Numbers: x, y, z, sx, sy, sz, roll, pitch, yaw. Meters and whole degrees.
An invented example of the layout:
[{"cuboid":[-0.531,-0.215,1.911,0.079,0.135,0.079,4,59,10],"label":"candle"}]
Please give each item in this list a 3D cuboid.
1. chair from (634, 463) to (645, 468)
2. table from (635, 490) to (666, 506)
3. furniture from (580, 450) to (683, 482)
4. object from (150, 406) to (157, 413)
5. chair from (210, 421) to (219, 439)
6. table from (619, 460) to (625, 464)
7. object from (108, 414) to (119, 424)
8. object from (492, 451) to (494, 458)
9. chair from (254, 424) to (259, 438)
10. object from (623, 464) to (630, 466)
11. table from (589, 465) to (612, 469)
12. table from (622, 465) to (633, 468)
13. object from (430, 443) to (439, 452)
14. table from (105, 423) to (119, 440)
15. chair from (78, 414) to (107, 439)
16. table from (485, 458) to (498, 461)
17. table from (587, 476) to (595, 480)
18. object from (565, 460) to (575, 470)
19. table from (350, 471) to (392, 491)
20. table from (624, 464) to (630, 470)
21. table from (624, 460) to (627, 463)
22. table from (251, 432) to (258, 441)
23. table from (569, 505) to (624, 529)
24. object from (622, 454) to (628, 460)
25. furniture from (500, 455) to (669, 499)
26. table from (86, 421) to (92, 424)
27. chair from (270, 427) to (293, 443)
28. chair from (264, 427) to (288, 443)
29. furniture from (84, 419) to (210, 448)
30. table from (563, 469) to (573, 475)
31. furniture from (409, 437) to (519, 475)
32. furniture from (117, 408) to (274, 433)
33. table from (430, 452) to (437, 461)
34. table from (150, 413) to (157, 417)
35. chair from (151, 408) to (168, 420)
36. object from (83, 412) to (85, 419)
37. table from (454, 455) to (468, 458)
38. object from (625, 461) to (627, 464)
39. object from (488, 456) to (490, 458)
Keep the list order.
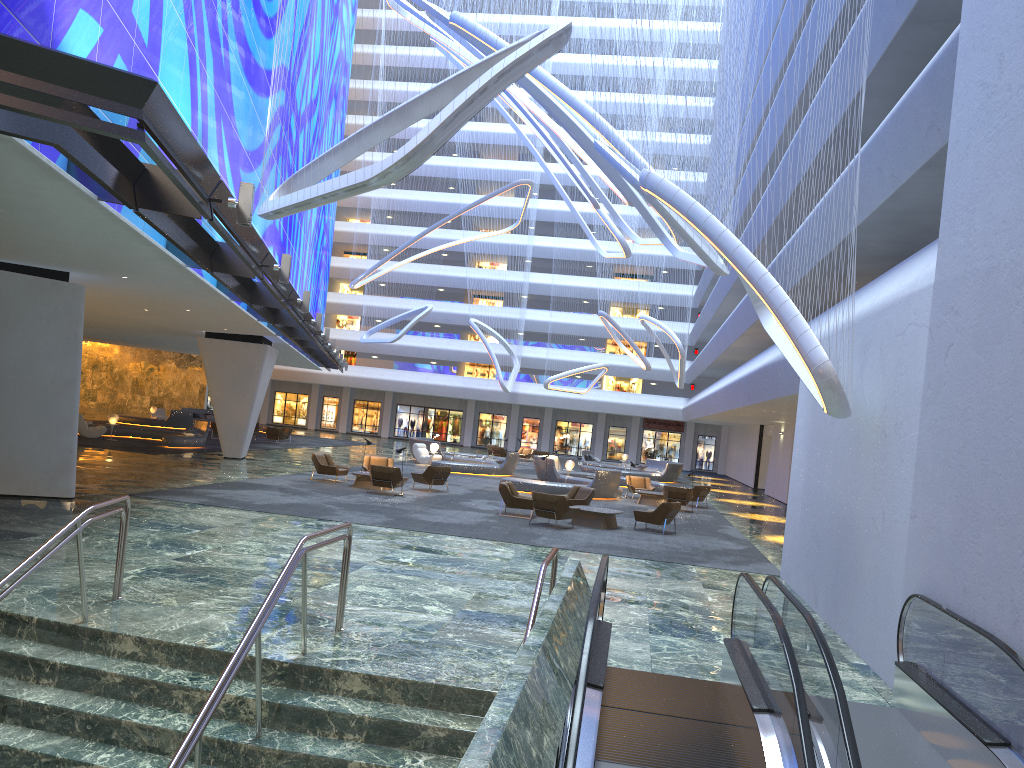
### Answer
[{"cuboid":[7.265,4.664,48.636,0.937,0.766,0.931,5,-2,41],"label":"chair"},{"cuboid":[4.649,3.788,29.308,1.202,0.392,1.204,6,-2,8],"label":"table"},{"cuboid":[6.286,4.387,47.645,5.184,0.969,9.937,6,-2,5],"label":"furniture"},{"cuboid":[-19.890,1.429,49.177,0.366,0.387,0.318,6,-1,15],"label":"object"},{"cuboid":[-13.779,2.195,41.832,0.940,0.766,0.929,7,-2,-21],"label":"chair"},{"cuboid":[6.454,4.765,51.574,0.419,0.595,0.427,7,-1,-38],"label":"table"},{"cuboid":[-14.884,1.298,33.093,0.318,0.387,0.367,6,-1,15],"label":"object"},{"cuboid":[-0.923,3.332,41.837,0.066,0.355,0.076,6,0,-25],"label":"object"},{"cuboid":[-13.218,2.365,44.599,0.930,0.766,0.938,6,-2,-18],"label":"chair"},{"cuboid":[6.488,4.607,50.289,0.381,0.038,0.381,6,-2,0],"label":"object"},{"cuboid":[4.584,4.460,46.029,1.202,0.392,1.204,6,-2,9],"label":"table"},{"cuboid":[6.507,4.827,50.175,0.671,0.406,0.674,6,-2,5],"label":"table"},{"cuboid":[-3.266,2.680,37.312,0.367,0.387,0.318,6,-1,-10],"label":"object"},{"cuboid":[-14.911,1.787,33.045,0.427,0.595,0.418,6,-1,7],"label":"table"},{"cuboid":[-15.827,1.570,33.130,1.159,0.882,0.728,7,-2,-38],"label":"chair"},{"cuboid":[-0.892,3.713,41.715,0.674,0.406,0.670,7,-2,-30],"label":"table"},{"cuboid":[3.521,3.895,34.850,1.202,0.392,1.204,6,-2,9],"label":"table"},{"cuboid":[2.225,3.119,34.028,0.366,0.387,0.318,6,-1,15],"label":"object"},{"cuboid":[-3.885,2.718,24.857,1.202,0.392,1.204,6,-2,9],"label":"table"},{"cuboid":[5.987,4.524,46.826,0.418,0.595,0.428,6,-1,5],"label":"table"},{"cuboid":[6.661,4.846,52.824,0.418,0.595,0.427,6,-1,-18],"label":"table"},{"cuboid":[-12.989,2.509,43.073,1.205,0.392,1.202,7,-2,-27],"label":"table"},{"cuboid":[1.977,3.176,21.099,1.201,0.392,1.205,5,-2,26],"label":"table"},{"cuboid":[6.743,4.363,52.868,0.367,0.387,0.318,6,-1,-10],"label":"object"},{"cuboid":[2.400,3.389,33.017,5.179,0.969,9.946,5,-3,25],"label":"furniture"},{"cuboid":[-17.890,1.757,37.174,0.671,0.406,0.674,6,-2,-5],"label":"table"},{"cuboid":[-11.534,2.529,44.308,0.940,0.766,0.928,7,-2,-43],"label":"chair"},{"cuboid":[-11.311,2.473,42.356,0.929,0.766,0.939,6,-2,6],"label":"chair"},{"cuboid":[-16.425,1.502,34.867,9.914,0.969,5.195,5,-2,25],"label":"furniture"},{"cuboid":[2.129,3.601,34.001,0.418,0.595,0.428,6,-1,7],"label":"table"},{"cuboid":[-2.314,3.157,39.433,5.185,0.969,9.934,6,-2,0],"label":"furniture"},{"cuboid":[-18.155,1.964,50.692,5.179,0.969,9.946,5,-3,25],"label":"furniture"},{"cuboid":[-3.347,3.163,37.269,0.418,0.595,0.427,6,-1,-18],"label":"table"},{"cuboid":[-19.986,1.912,49.150,0.418,0.595,0.428,6,-1,7],"label":"table"},{"cuboid":[-19.890,1.835,50.084,0.730,0.881,1.155,7,-2,-38],"label":"chair"},{"cuboid":[-17.989,1.364,37.164,0.076,0.355,0.066,6,0,0],"label":"object"},{"cuboid":[-2.399,3.553,41.651,0.672,0.406,0.672,5,-2,28],"label":"table"},{"cuboid":[6.459,4.492,50.256,0.131,0.252,0.103,6,-1,-9],"label":"object"},{"cuboid":[-1.069,3.433,41.765,0.071,0.118,0.151,6,-2,19],"label":"object"}]
